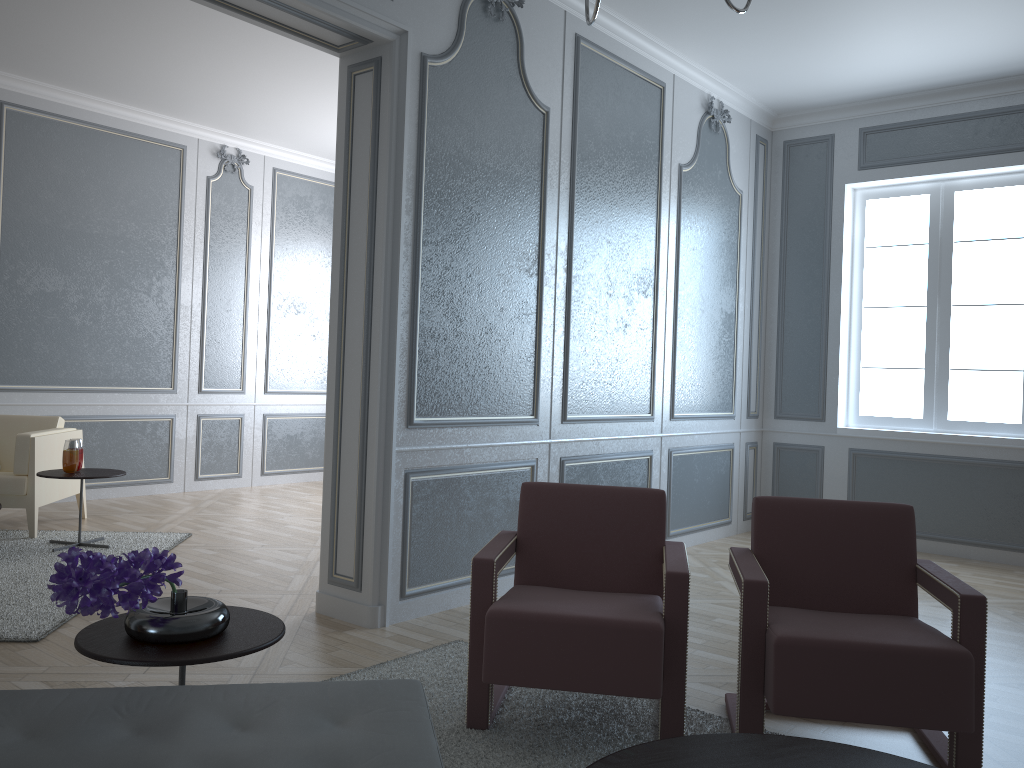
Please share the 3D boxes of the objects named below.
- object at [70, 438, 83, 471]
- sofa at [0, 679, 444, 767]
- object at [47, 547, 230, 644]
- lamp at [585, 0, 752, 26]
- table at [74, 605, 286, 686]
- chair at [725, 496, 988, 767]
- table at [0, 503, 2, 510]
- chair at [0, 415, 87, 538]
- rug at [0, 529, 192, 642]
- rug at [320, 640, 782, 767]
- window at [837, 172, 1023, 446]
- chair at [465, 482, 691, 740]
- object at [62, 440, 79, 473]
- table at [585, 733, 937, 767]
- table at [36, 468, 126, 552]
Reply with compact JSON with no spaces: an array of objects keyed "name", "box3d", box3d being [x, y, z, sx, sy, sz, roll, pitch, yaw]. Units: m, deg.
[{"name":"object","box3d":[-2.254,0.366,4.577,0.075,0.165,0.075,2,0,-2]},{"name":"sofa","box3d":[-0.359,0.588,0.548,0.810,0.668,2.204,2,0,-11]},{"name":"object","box3d":[-0.710,0.406,1.741,0.206,0.221,0.425,2,0,9]},{"name":"lamp","box3d":[0.217,-1.240,1.426,0.976,1.120,0.976,2,0,28]},{"name":"table","box3d":[-0.696,0.708,1.861,0.414,0.385,0.414,2,0,27]},{"name":"chair","box3d":[0.883,0.646,2.340,0.576,0.620,0.606,2,0,9]},{"name":"table","box3d":[-2.882,0.695,4.117,0.882,0.239,0.882,2,0,37]},{"name":"chair","box3d":[-2.963,0.494,4.989,0.855,0.621,0.737,2,0,-6]},{"name":"rug","box3d":[-2.693,0.818,3.882,2.000,0.010,2.000,2,0,-6]},{"name":"rug","box3d":[0.410,0.949,1.354,3.205,0.010,2.017,2,1,39]},{"name":"window","box3d":[2.814,-0.448,5.246,1.600,1.582,0.349,2,0,39]},{"name":"chair","box3d":[0.196,0.620,2.483,0.576,0.620,0.606,2,0,9]},{"name":"object","box3d":[-2.236,0.368,4.492,0.075,0.165,0.075,2,0,28]},{"name":"table","box3d":[0.490,0.837,1.379,0.882,0.239,0.882,2,0,-33]},{"name":"table","box3d":[-2.201,0.644,4.525,0.414,0.385,0.414,2,0,-3]}]
